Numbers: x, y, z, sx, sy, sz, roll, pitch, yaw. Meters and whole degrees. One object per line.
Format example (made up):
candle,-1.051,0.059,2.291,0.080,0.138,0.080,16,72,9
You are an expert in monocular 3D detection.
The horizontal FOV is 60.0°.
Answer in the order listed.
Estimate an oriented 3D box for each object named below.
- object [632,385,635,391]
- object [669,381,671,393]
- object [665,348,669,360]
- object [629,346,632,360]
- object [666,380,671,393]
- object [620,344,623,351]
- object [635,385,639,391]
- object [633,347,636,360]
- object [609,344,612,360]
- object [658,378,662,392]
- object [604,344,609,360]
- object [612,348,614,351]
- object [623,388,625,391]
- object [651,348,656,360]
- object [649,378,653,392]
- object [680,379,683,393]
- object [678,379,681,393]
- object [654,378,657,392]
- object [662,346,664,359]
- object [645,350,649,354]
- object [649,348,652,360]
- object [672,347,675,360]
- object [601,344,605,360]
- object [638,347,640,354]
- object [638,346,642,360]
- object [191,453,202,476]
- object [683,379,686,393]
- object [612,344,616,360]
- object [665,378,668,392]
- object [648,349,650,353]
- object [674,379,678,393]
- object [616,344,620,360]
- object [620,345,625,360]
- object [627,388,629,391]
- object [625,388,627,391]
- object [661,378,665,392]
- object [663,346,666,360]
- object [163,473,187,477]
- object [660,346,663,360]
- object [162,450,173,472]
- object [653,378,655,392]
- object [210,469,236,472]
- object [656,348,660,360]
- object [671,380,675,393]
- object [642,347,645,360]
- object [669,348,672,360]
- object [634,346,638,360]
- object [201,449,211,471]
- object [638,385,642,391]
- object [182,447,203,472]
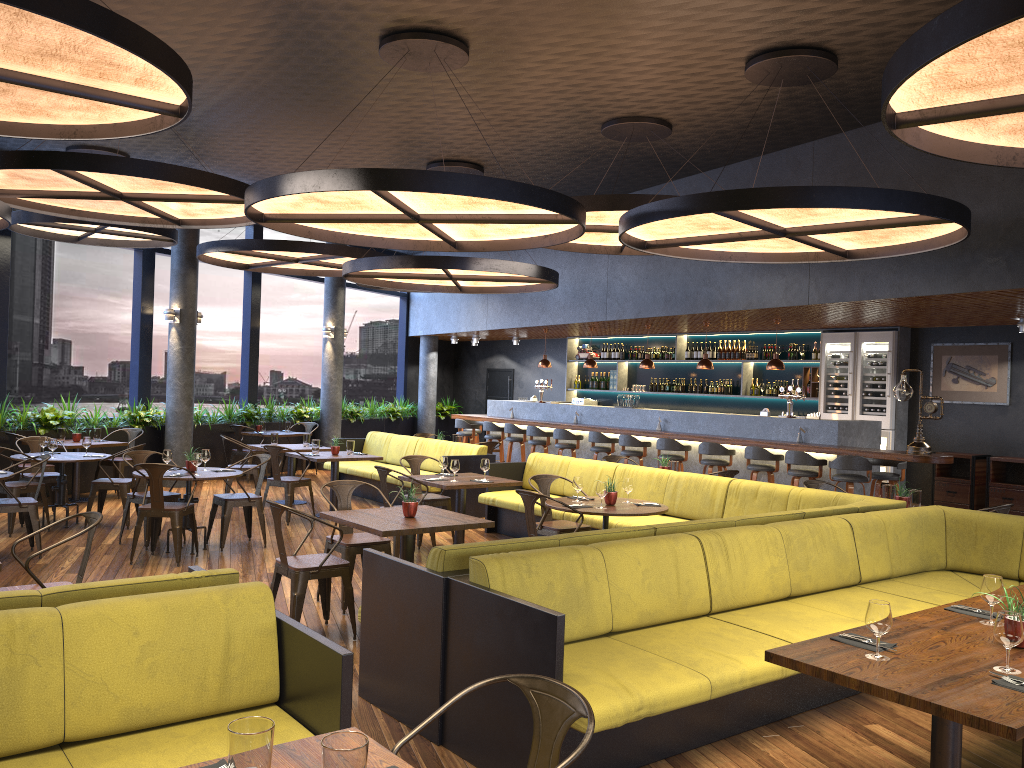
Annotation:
object,2.274,0.074,16.536,0.084,0.119,0.084,2,0,7
object,2.821,0.042,15.945,0.088,0.224,0.088,2,0,17
object,2.765,-0.536,15.806,0.068,0.217,0.068,2,0,37
object,2.211,-0.573,16.533,0.063,0.254,0.063,2,0,35
object,2.793,0.041,15.834,0.088,0.224,0.088,2,0,-23
object,2.086,-0.607,16.864,0.085,0.310,0.086,2,0,3
object,2.326,0.076,16.468,0.084,0.119,0.084,2,0,7
object,2.303,-0.570,16.589,0.063,0.254,0.063,2,0,30
object,1.900,-0.614,17.100,0.085,0.310,0.086,2,0,-27
object,2.683,0.022,16.104,0.063,0.254,0.063,2,0,10
object,1.822,-0.616,17.046,0.085,0.310,0.086,2,0,-10
object,1.958,-0.612,17.022,0.085,0.310,0.086,2,0,-10
object,2.106,0.098,16.722,0.042,0.059,0.042,2,0,14
object,2.577,-0.545,16.097,0.088,0.224,0.088,2,0,-43
object,2.537,0.017,16.133,0.063,0.254,0.063,2,0,25
object,2.982,0.033,15.585,0.063,0.254,0.063,2,0,5
object,2.972,0.033,15.741,0.063,0.254,0.063,2,0,-5
object,2.598,0.019,16.053,0.063,0.254,0.063,2,0,40
object,2.737,-0.555,16.083,0.063,0.254,0.063,2,0,-30
object,2.467,-0.546,16.193,0.068,0.217,0.068,2,0,42
object,2.546,-0.543,16.243,0.068,0.217,0.068,2,0,-18
object,2.877,-0.535,15.707,0.088,0.224,0.088,2,0,-23
object,1.768,-0.618,17.121,0.085,0.310,0.086,2,0,-4
object,2.362,-0.568,16.519,0.063,0.254,0.063,2,0,25
object,2.365,-0.568,16.350,0.063,0.254,0.063,2,0,-20
object,-2.973,0.756,8.363,0.097,0.206,0.097,2,0,-31
object,3.033,0.034,15.652,0.063,0.254,0.063,2,0,25
object,1.949,-0.612,16.889,0.085,0.310,0.086,2,0,-19
object,2.796,0.026,16.037,0.063,0.254,0.063,2,0,25
object,2.517,-0.544,16.324,0.068,0.217,0.068,2,0,-33
object,2.904,0.030,15.698,0.063,0.254,0.063,2,0,-20
object,2.011,-0.610,16.806,0.085,0.310,0.086,2,0,-4
object,2.085,-0.589,16.716,0.083,0.301,0.083,2,0,-30
object,2.178,0.101,16.630,0.042,0.059,0.042,2,0,14
object,2.134,0.099,16.625,0.042,0.059,0.042,2,0,14
object,2.727,0.024,15.980,0.063,0.254,0.063,2,0,-10
object,2.769,-0.553,16.001,0.063,0.254,0.063,2,0,-10
object,-3.117,0.845,8.261,0.157,0.019,0.255,2,0,5
object,2.691,-0.556,15.956,0.063,0.254,0.063,2,0,10
object,-3.344,0.743,8.599,0.097,0.206,0.097,2,0,4
object,2.608,0.019,16.201,0.063,0.254,0.063,2,0,45
object,-2.873,0.853,8.767,0.255,0.019,0.157,2,0,-39
object,2.666,-0.542,16.155,0.088,0.224,0.088,2,0,-43
object,2.899,0.045,15.881,0.088,0.224,0.088,2,0,27
object,2.430,-0.566,16.444,0.063,0.254,0.063,2,0,0
object,2.843,-0.533,15.857,0.068,0.217,0.068,2,0,-33
object,2.304,-0.570,16.459,0.063,0.254,0.063,2,0,25
object,-3.041,0.754,8.796,0.097,0.206,0.097,2,0,24
object,2.379,0.078,16.400,0.084,0.119,0.084,2,0,7
object,-3.098,0.716,8.601,0.260,0.271,0.238,2,0,1
